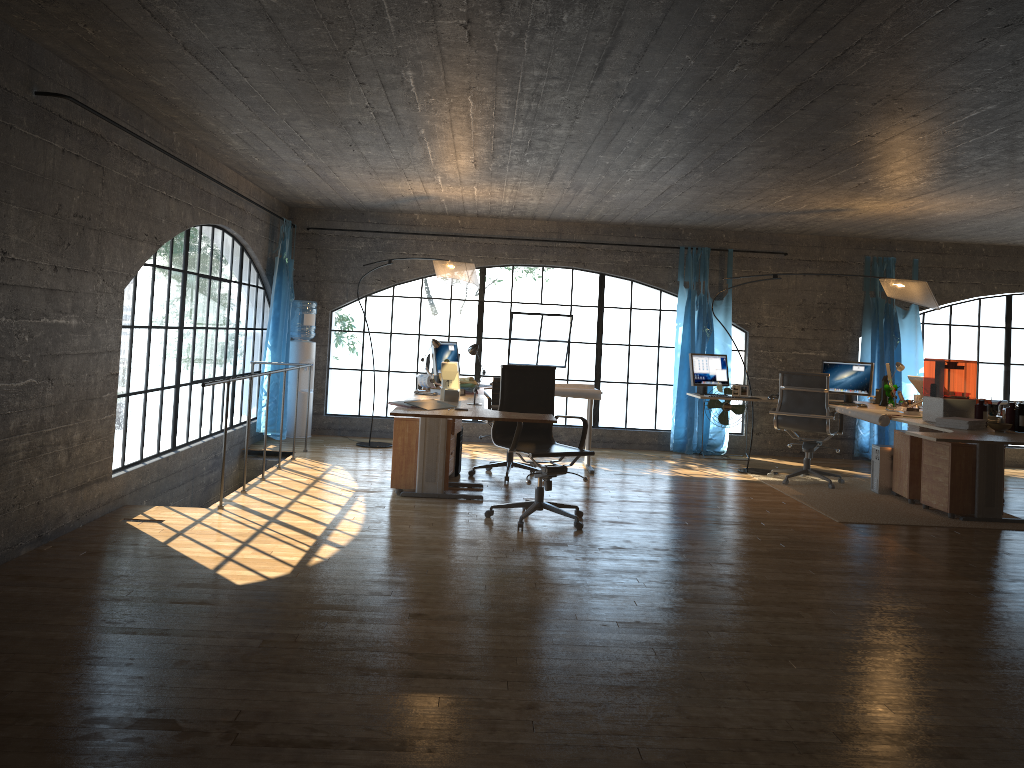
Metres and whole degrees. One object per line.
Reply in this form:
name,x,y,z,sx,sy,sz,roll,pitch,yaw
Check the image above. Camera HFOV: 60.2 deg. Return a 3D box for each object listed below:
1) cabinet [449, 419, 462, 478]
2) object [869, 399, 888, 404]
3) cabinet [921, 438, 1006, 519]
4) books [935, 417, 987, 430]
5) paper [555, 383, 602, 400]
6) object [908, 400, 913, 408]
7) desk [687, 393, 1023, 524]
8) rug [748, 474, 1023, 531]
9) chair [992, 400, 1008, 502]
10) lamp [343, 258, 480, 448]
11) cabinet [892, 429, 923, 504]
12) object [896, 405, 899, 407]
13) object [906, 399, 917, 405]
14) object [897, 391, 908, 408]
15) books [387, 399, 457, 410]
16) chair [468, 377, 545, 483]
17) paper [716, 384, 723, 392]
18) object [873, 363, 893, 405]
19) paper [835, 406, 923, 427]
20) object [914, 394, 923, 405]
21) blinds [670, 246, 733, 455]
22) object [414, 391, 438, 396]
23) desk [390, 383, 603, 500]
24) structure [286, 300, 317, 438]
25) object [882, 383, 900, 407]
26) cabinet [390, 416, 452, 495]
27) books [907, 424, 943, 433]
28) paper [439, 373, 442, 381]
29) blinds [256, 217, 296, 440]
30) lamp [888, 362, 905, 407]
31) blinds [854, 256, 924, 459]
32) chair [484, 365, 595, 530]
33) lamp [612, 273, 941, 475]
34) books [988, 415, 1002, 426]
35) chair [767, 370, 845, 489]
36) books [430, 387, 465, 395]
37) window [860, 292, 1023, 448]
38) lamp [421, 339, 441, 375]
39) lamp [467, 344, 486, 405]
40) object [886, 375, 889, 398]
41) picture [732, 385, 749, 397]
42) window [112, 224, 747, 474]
cabinet,-0.677,0.498,7.200,0.472,0.574,0.424,3,0,6
object,3.505,0.168,8.408,0.204,0.036,0.204,3,3,-4
cabinet,3.463,0.727,6.810,0.426,0.574,0.426,3,0,-4
books,3.053,0.265,6.008,0.309,0.058,0.222,0,4,-41
paper,0.373,0.055,8.214,0.851,0.114,0.582,3,3,-2
object,3.526,0.181,7.818,0.097,0.079,0.035,2,0,-44
desk,3.366,0.634,6.900,3.257,0.740,3.472,3,3,-2
rug,3.082,0.956,7.394,1.600,0.005,2.202,3,3,-2
chair,3.982,0.556,7.752,0.686,0.861,0.651,3,0,45
lamp,-2.269,-0.443,10.348,0.384,1.937,6.253,4,1,-37
cabinet,3.468,0.698,7.328,0.473,0.574,0.424,3,0,6
object,3.498,0.200,7.914,0.132,0.026,0.132,3,3,-2
object,3.776,0.173,8.391,0.135,0.057,0.154,3,3,14
object,3.447,0.138,7.794,0.084,0.160,0.082,3,-1,-13
books,-0.562,0.123,5.511,0.318,0.044,0.306,5,4,33
chair,-0.035,0.364,7.586,0.652,0.861,0.685,3,0,-15
paper,1.996,0.039,8.476,0.077,0.074,0.018,3,-2,-32
object,3.535,0.002,8.250,0.286,0.391,0.469,3,1,23
paper,3.033,0.252,7.065,0.581,0.114,0.852,3,3,-2
object,3.899,0.153,8.464,0.083,0.100,0.108,3,1,9
blinds,2.132,-0.376,9.807,0.667,2.304,0.257,3,-2,-7
object,-0.643,0.068,6.593,0.181,0.026,0.075,5,3,28
desk,0.007,0.472,6.801,1.634,0.740,3.510,3,3,-1
structure,-2.307,-0.170,9.609,0.327,1.481,0.325,2,-2,18
object,3.424,0.095,7.984,0.245,0.221,0.115,2,0,-42
cabinet,-0.682,0.527,6.682,0.426,0.574,0.425,3,0,-4
books,3.481,0.358,7.325,0.309,0.110,0.220,3,2,0
paper,-0.634,-0.061,7.954,0.019,0.075,0.078,2,0,23
blinds,-2.384,-0.574,9.188,0.262,2.291,0.944,3,-2,-5
lamp,3.424,0.007,7.875,0.105,0.410,0.206,3,-1,9
blinds,4.284,-0.210,9.852,0.859,2.427,0.260,3,-2,7
chair,0.225,0.396,5.866,0.651,1.018,0.685,3,-1,-32
lamp,1.358,-0.221,9.625,6.253,1.938,0.384,5,0,44
books,3.452,0.264,6.363,0.178,0.070,0.229,3,3,6
chair,2.687,0.394,8.106,0.654,1.018,0.682,2,-1,32
books,-0.522,0.052,6.735,0.291,0.054,0.259,5,4,39
window,2.360,-0.323,9.647,12.210,1.856,3.924,2,3,-23
lamp,-0.729,-0.196,7.789,0.206,0.410,0.105,4,-2,-34
lamp,-0.238,-0.066,5.922,0.105,0.410,0.207,3,-1,-16
object,3.611,0.047,8.511,0.085,0.278,0.084,3,-2,-2
picture,2.188,0.064,8.473,0.158,0.105,0.032,3,-2,-1
window,-0.950,-0.439,8.918,6.929,1.874,3.193,0,3,-42
